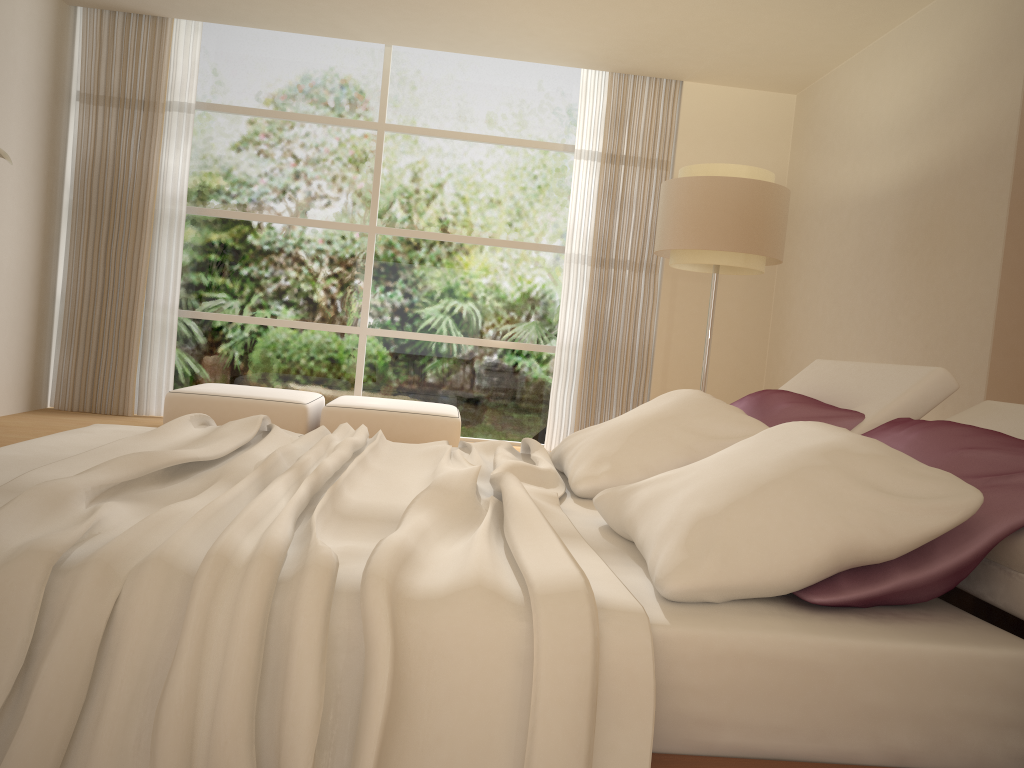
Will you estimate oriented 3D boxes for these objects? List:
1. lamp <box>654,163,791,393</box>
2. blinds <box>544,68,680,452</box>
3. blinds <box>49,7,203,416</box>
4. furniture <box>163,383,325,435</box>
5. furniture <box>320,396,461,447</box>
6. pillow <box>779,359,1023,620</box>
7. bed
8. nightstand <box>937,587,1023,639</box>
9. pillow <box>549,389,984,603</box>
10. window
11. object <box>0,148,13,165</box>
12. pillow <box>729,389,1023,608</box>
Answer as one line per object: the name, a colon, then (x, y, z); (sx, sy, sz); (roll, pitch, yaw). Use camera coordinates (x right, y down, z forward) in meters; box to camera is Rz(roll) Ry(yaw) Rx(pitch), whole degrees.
lamp: (1.209, -0.276, 5.442); (0.817, 2.018, 0.817); (8, 4, 38)
blinds: (0.828, -1.070, 7.208); (0.814, 3.351, 0.202); (5, 3, -6)
blinds: (-3.029, -1.432, 6.944); (0.950, 3.352, 0.211); (5, 3, -6)
furniture: (-1.894, 0.215, 6.409); (0.965, 0.346, 0.964); (5, 3, -5)
furniture: (-0.866, 0.311, 6.493); (0.965, 0.346, 0.964); (5, 3, -5)
pillow: (1.071, 0.173, 2.418); (0.461, 0.457, 1.779); (5, 3, -6)
bed: (-0.313, 0.460, 2.270); (2.535, 0.570, 2.599); (5, 3, -5)
nightstand: (1.088, 0.602, 2.440); (0.493, 0.539, 4.220); (5, 3, -5)
pillow: (0.470, 0.205, 2.357); (0.561, 0.339, 1.720); (5, 3, -5)
window: (-1.159, -1.279, 7.354); (4.781, 3.371, 0.071); (5, 3, -5)
object: (-2.836, -0.817, 4.388); (0.608, 1.085, 0.515); (8, 4, 43)
pillow: (0.739, 0.215, 2.385); (0.575, 0.369, 1.683); (5, 3, -5)
